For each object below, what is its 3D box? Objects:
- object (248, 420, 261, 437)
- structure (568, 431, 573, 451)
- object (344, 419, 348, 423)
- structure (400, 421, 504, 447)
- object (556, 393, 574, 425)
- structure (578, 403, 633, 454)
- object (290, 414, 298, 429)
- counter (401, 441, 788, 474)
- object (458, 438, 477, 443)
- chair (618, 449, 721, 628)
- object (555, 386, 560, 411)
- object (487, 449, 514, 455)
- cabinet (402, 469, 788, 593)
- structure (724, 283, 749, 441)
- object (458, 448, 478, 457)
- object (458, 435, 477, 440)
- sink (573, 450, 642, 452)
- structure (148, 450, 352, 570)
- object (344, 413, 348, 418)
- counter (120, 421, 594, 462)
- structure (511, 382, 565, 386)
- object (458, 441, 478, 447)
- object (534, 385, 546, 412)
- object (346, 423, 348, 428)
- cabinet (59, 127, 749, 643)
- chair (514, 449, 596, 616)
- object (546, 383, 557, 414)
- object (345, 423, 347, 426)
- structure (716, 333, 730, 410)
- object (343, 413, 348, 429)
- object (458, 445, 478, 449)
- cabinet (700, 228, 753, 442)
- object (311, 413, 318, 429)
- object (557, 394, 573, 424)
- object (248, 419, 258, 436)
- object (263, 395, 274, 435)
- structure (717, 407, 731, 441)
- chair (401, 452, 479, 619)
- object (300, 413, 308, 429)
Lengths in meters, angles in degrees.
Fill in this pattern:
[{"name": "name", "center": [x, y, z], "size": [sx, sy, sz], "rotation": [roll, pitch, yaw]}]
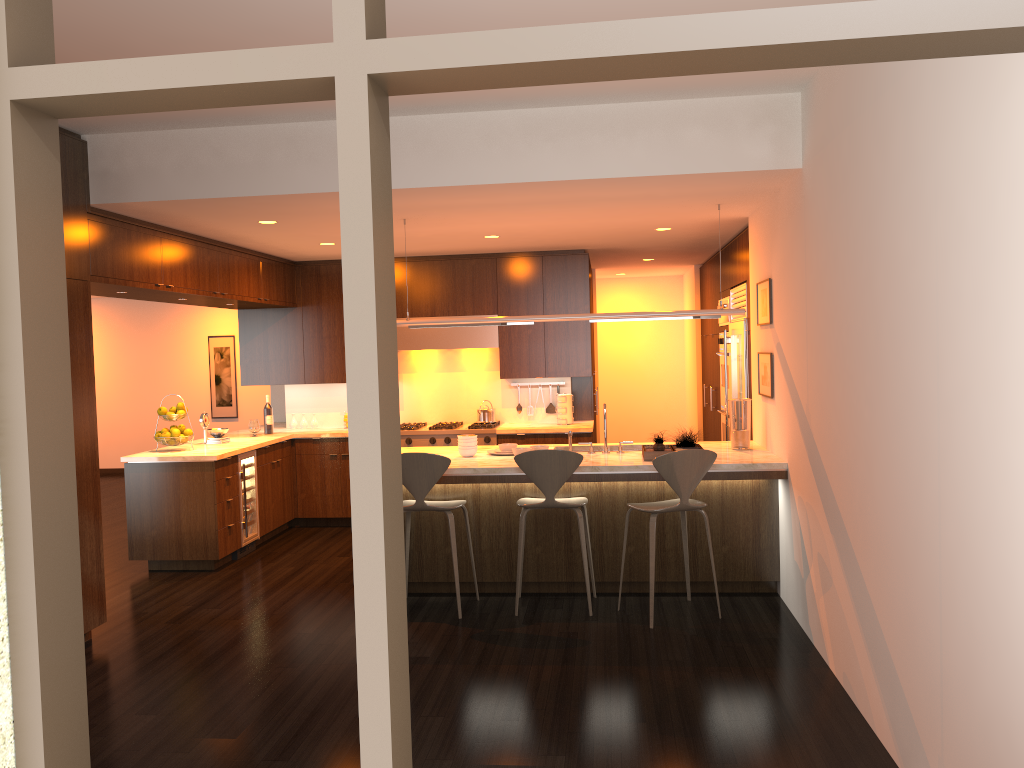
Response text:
[{"name": "object", "center": [-2.408, 0.416, 8.296], "size": [0.112, 0.151, 0.112], "rotation": [-1, 2, 24]}, {"name": "structure", "center": [0.408, 0.408, 6.197], "size": [0.050, 0.161, 0.067], "rotation": [-1, 2, 6]}, {"name": "object", "center": [-1.652, 0.362, 8.867], "size": [0.063, 0.051, 0.053], "rotation": [-1, 2, 8]}, {"name": "structure", "center": [-0.638, 0.409, 8.677], "size": [1.067, 0.422, 0.824], "rotation": [-1, 2, 6]}, {"name": "object", "center": [0.506, 0.239, 8.582], "size": [0.168, 0.304, 0.160], "rotation": [-4, 3, -40]}, {"name": "structure", "center": [0.676, 0.310, 6.198], "size": [0.310, 0.341, 0.321], "rotation": [0, 3, 44]}, {"name": "object", "center": [-2.223, 0.380, 9.031], "size": [0.079, 0.154, 0.079], "rotation": [-2, 2, -11]}, {"name": "counter", "center": [0.403, 0.508, 6.196], "size": [2.711, 0.038, 1.280], "rotation": [-1, 2, 6]}, {"name": "object", "center": [-0.311, 0.412, 6.218], "size": [0.140, 0.064, 0.139], "rotation": [-3, 2, -20]}, {"name": "chair", "center": [0.971, 0.895, 5.402], "size": [0.520, 1.047, 0.506], "rotation": [-3, 2, -19]}, {"name": "object", "center": [0.462, 0.158, 8.795], "size": [0.063, 0.281, 0.063], "rotation": [-2, 2, -16]}, {"name": "object", "center": [-0.027, 0.486, 6.332], "size": [0.310, 0.021, 0.309], "rotation": [-1, 2, 6]}, {"name": "cabinet", "center": [0.417, 0.965, 6.213], "size": [2.713, 0.876, 1.281], "rotation": [-1, 2, 6]}, {"name": "structure", "center": [2.213, 0.231, 7.522], "size": [0.687, 2.129, 0.915], "rotation": [-1, 2, 6]}, {"name": "object", "center": [-0.309, 0.480, 6.221], "size": [0.140, 0.059, 0.139], "rotation": [-2, 2, -2]}, {"name": "object", "center": [-0.312, 0.391, 6.217], "size": [0.140, 0.062, 0.139], "rotation": [-1, 2, 15]}, {"name": "sink", "center": [0.689, 0.595, 6.468], "size": [0.813, 0.176, 0.457], "rotation": [-1, 2, 6]}, {"name": "structure", "center": [-1.038, 0.932, 8.336], "size": [3.400, 0.862, 3.060], "rotation": [-1, 2, 6]}, {"name": "object", "center": [-1.655, 0.322, 8.894], "size": [0.057, 0.060, 0.052], "rotation": [-1, 3, 27]}, {"name": "counter", "center": [-1.065, 0.471, 8.256], "size": [3.616, 0.038, 3.187], "rotation": [-1, 2, 6]}, {"name": "structure", "center": [0.257, -0.001, 8.818], "size": [0.541, 0.031, 0.048], "rotation": [-1, 2, 10]}, {"name": "object", "center": [-0.310, 0.434, 6.218], "size": [0.140, 0.062, 0.139], "rotation": [-1, 2, 6]}, {"name": "object", "center": [0.275, 0.141, 8.815], "size": [0.114, 0.271, 0.008], "rotation": [-1, 2, 6]}, {"name": "object", "center": [-1.631, 0.409, 8.868], "size": [0.052, 0.057, 0.060], "rotation": [0, 3, 41]}, {"name": "cabinet", "center": [-0.249, -0.106, 6.958], "size": [5.521, 2.997, 7.728], "rotation": [-1, 2, 6]}, {"name": "chair", "center": [0.258, 0.908, 5.635], "size": [0.520, 1.047, 0.506], "rotation": [-1, 2, 6]}, {"name": "object", "center": [0.386, 0.145, 8.820], "size": [0.112, 0.303, 0.036], "rotation": [-1, 2, 6]}, {"name": "object", "center": [-1.647, 0.413, 8.924], "size": [0.061, 0.053, 0.053], "rotation": [-2, 2, -8]}, {"name": "structure", "center": [2.328, 0.155, 8.373], "size": [0.687, 1.294, 0.743], "rotation": [-1, 2, 6]}, {"name": "object", "center": [-1.583, 0.355, 8.928], "size": [0.207, 0.175, 0.189], "rotation": [-2, 2, 4]}, {"name": "object", "center": [-0.309, 0.456, 6.220], "size": [0.140, 0.068, 0.139], "rotation": [-2, 2, -11]}, {"name": "cabinet", "center": [2.360, -0.022, 8.598], "size": [0.690, 2.540, 3.924], "rotation": [-1, 2, 6]}, {"name": "object", "center": [-2.006, 0.374, 9.003], "size": [0.079, 0.154, 0.079], "rotation": [-2, 2, -11]}, {"name": "object", "center": [0.512, 0.242, 8.574], "size": [0.144, 0.286, 0.149], "rotation": [-2, 2, -12]}, {"name": "object", "center": [-2.455, 0.412, 8.443], "size": [0.112, 0.151, 0.112], "rotation": [-1, 2, 24]}, {"name": "object", "center": [-2.335, 0.292, 8.494], "size": [0.094, 0.378, 0.095], "rotation": [0, 3, 31]}, {"name": "structure", "center": [2.029, 0.518, 8.420], "size": [0.064, 0.544, 0.710], "rotation": [-1, 2, 6]}, {"name": "chair", "center": [-0.534, 0.930, 5.679], "size": [0.520, 1.047, 0.506], "rotation": [-1, 2, 11]}, {"name": "object", "center": [-2.116, 0.377, 9.017], "size": [0.079, 0.154, 0.079], "rotation": [-2, 2, -11]}]
